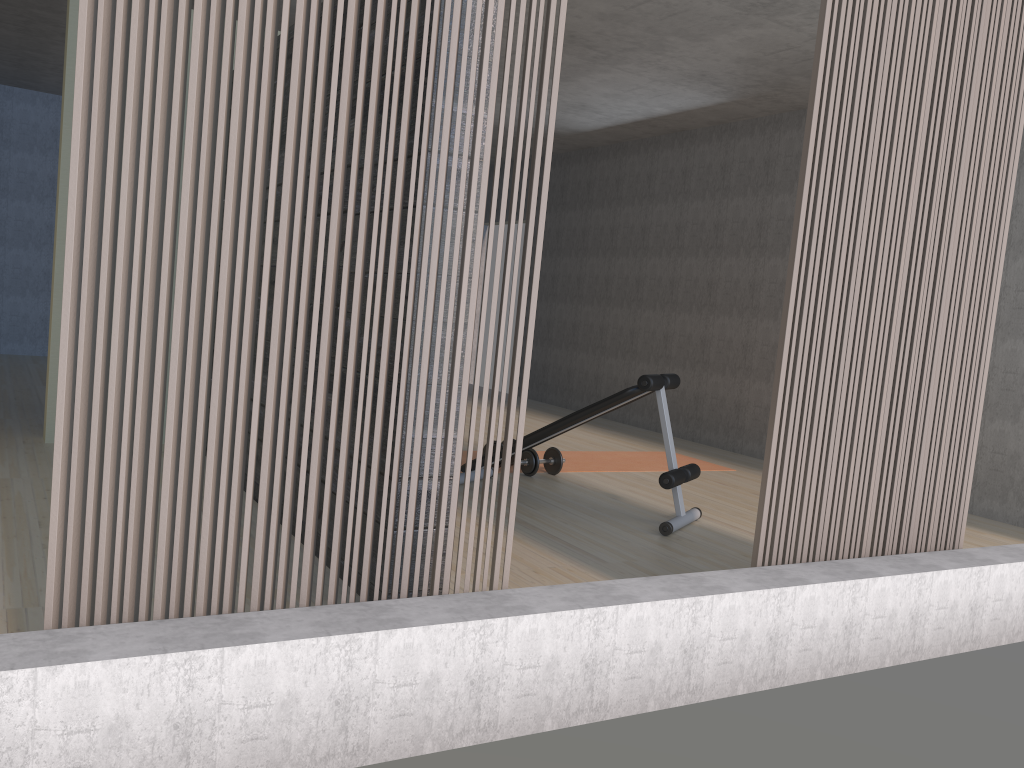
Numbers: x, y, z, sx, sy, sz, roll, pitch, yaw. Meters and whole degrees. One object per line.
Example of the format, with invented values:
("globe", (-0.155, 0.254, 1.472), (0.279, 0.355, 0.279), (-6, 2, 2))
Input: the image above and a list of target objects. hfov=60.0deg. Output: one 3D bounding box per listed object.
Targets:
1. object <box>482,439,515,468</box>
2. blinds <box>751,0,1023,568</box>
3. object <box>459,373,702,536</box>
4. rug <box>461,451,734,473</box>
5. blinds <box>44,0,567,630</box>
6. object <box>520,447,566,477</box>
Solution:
("object", (-0.060, 0.436, 5.574), (0.176, 0.176, 0.385), (8, 6, 31))
("blinds", (1.371, -0.501, 3.069), (1.133, 2.744, 0.069), (3, 6, -31))
("object", (0.334, 0.265, 4.687), (1.312, 0.746, 0.505), (8, 5, 28))
("rug", (0.254, 0.523, 6.027), (2.779, 0.002, 0.716), (3, 6, -31))
("blinds", (-0.373, -0.588, 2.026), (1.133, 2.744, 0.069), (3, 6, -31))
("object", (0.181, 0.478, 5.467), (0.385, 0.176, 0.176), (2, 6, -39))
